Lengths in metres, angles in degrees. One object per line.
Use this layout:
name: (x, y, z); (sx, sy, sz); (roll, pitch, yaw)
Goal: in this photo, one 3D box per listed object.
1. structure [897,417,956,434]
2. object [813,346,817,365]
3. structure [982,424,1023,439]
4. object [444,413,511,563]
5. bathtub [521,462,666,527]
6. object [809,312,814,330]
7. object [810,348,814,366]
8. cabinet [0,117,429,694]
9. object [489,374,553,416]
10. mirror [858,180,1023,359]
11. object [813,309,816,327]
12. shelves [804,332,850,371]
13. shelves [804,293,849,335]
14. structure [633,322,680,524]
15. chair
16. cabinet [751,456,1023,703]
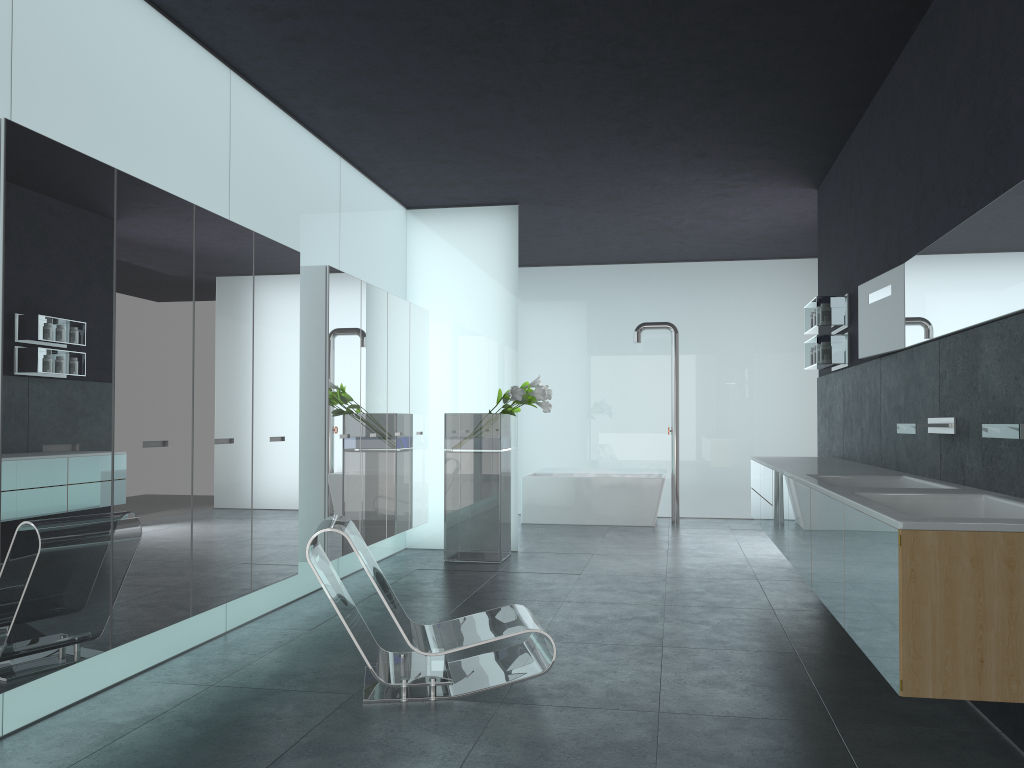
structure: (2.242, 0.227, 4.824); (0.186, 0.088, 0.482); (0, -2, 10)
object: (2.743, -0.250, 7.925); (0.096, 0.184, 0.068); (0, -1, 19)
structure: (1.986, 0.166, 3.429); (0.186, 0.088, 0.482); (0, -2, 10)
object: (-0.347, 1.050, 9.153); (0.585, 1.490, 0.575); (0, -1, 10)
bathtub: (1.179, 1.522, 12.565); (1.977, 0.858, 0.961); (0, -2, 10)
object: (2.782, -0.568, 8.143); (0.096, 0.184, 0.068); (0, -1, 2)
object: (2.782, -0.240, 8.136); (0.096, 0.184, 0.068); (0, -1, 2)
cabinet: (-1.609, 0.209, 6.381); (0.398, 2.214, 6.008); (0, -2, 10)
object: (-0.101, 0.273, 8.972); (1.024, 0.779, 0.975); (0, -2, 3)
mirror: (2.285, -0.529, 4.610); (0.109, 0.532, 3.724); (0, -2, 9)
object: (2.744, -0.577, 7.933); (0.096, 0.184, 0.068); (0, -1, 19)
shelves: (2.780, -0.276, 7.852); (0.265, 0.285, 0.770); (0, -2, 10)
shelves: (2.780, -0.603, 7.859); (0.265, 0.285, 0.770); (0, -2, 10)
structure: (2.025, 0.564, 12.428); (0.643, 2.870, 0.123); (0, -1, 10)
chair: (-0.441, 1.169, 4.777); (1.261, 0.870, 0.629); (0, -2, -8)
cabinet: (2.098, 0.834, 5.506); (0.734, 0.556, 5.586); (0, -3, 10)
